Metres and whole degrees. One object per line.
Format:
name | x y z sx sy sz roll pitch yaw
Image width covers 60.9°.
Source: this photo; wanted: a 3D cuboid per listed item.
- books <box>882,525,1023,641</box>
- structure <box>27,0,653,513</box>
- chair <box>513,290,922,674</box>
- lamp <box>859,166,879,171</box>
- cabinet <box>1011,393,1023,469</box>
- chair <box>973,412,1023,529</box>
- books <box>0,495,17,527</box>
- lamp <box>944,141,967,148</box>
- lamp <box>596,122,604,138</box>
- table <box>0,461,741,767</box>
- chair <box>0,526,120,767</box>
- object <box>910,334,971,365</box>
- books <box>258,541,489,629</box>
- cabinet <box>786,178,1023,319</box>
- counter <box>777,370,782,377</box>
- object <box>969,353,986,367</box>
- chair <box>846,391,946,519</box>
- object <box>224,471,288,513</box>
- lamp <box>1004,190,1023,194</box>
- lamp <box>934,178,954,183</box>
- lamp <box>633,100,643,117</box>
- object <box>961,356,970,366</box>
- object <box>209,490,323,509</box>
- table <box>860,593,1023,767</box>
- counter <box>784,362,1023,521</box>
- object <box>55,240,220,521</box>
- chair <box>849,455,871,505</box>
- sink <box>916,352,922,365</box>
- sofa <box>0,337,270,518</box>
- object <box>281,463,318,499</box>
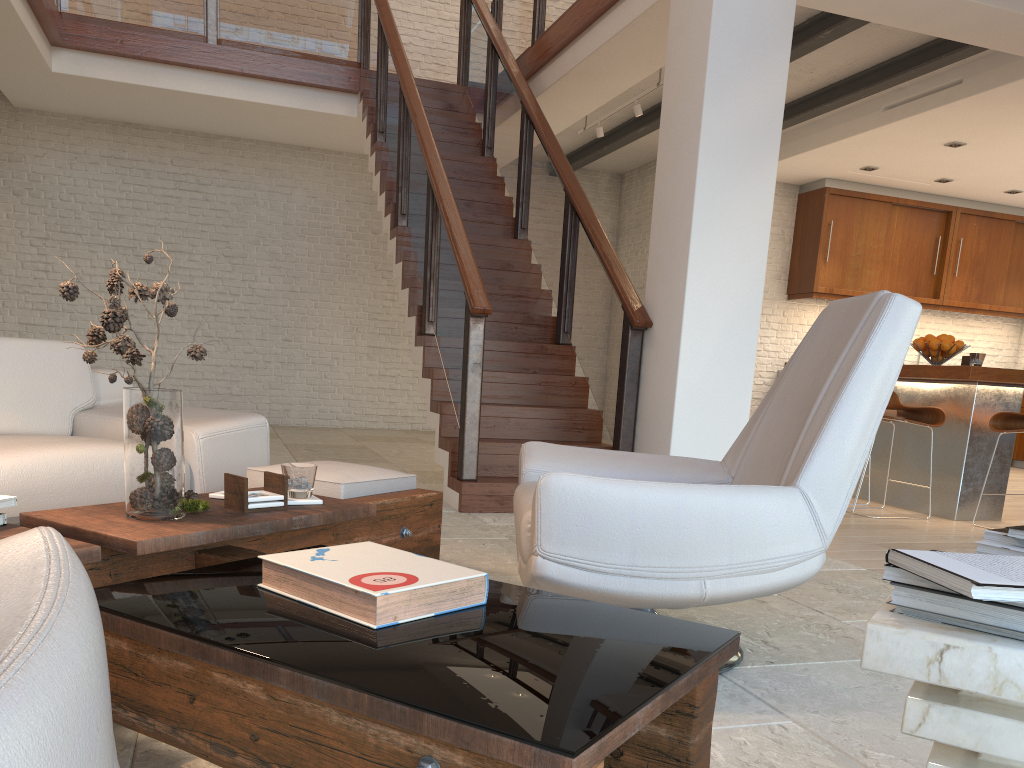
books | 0.682 0.239 1.027 0.568 0.081 0.382 3 2 -34
structure | 1.242 -1.357 5.056 13.874 4.240 9.935 3 3 -19
chair | 0.505 0.250 2.404 0.973 1.041 1.002 3 6 -2
lamp | 3.376 -2.053 8.232 0.124 0.056 0.121 3 3 -19
cabinet | 5.316 -0.491 8.666 4.722 2.900 2.243 6 8 35
chair | 3.033 0.476 5.014 0.405 0.794 0.410 0 9 -18
books | -1.202 0.232 1.659 0.399 0.076 0.246 4 2 13
lamp | 3.701 -2.016 7.272 0.124 0.056 0.121 3 3 -19
lamp | 0.754 -2.169 7.470 0.058 0.132 0.085 12 12 41
table | -0.604 0.480 1.740 1.949 0.439 2.185 4 2 32
chair | -0.694 0.210 0.424 1.025 1.023 0.962 -1 8 -34
object | 2.779 -0.210 5.684 0.361 0.227 0.360 6 5 37
books | -0.246 0.345 1.537 0.322 0.058 0.253 5 2 41
cabinet | 4.623 -1.394 9.546 3.346 1.198 0.447 3 10 -19
counter | 5.025 0.033 8.399 3.338 0.071 3.447 3 1 -19
object | 2.824 -0.143 5.299 0.091 0.087 0.089 3 6 -4
chair | 2.332 0.426 5.404 0.423 0.794 0.393 0 10 -18
object | -0.612 0.257 2.086 0.092 0.084 0.114 9 7 43
lamp | 5.066 -1.958 8.801 0.124 0.056 0.121 3 3 -19
lamp | 4.221 -2.005 8.517 0.124 0.056 0.121 3 3 -19
lamp | 0.983 -2.143 6.802 0.086 0.132 0.059 1 10 -16
object | 2.856 -0.131 5.441 0.093 0.084 0.113 6 5 26
object | -0.625 0.278 2.204 0.267 0.035 0.247 5 2 43
table | 0.719 0.537 1.104 0.489 0.516 0.489 7 7 31
counter | 3.392 0.404 6.014 2.500 0.942 1.648 3 4 -19
object | -0.841 -0.020 1.948 0.533 0.622 0.314 9 11 41
chair | 2.163 0.407 5.903 0.423 0.794 0.393 0 10 -18
sink | 4.933 -0.127 9.830 0.859 0.440 0.505 2 5 -19
sofa | -2.002 0.212 2.693 1.131 0.773 2.307 6 3 32
object | -0.539 0.246 2.208 0.090 0.087 0.090 7 7 31
